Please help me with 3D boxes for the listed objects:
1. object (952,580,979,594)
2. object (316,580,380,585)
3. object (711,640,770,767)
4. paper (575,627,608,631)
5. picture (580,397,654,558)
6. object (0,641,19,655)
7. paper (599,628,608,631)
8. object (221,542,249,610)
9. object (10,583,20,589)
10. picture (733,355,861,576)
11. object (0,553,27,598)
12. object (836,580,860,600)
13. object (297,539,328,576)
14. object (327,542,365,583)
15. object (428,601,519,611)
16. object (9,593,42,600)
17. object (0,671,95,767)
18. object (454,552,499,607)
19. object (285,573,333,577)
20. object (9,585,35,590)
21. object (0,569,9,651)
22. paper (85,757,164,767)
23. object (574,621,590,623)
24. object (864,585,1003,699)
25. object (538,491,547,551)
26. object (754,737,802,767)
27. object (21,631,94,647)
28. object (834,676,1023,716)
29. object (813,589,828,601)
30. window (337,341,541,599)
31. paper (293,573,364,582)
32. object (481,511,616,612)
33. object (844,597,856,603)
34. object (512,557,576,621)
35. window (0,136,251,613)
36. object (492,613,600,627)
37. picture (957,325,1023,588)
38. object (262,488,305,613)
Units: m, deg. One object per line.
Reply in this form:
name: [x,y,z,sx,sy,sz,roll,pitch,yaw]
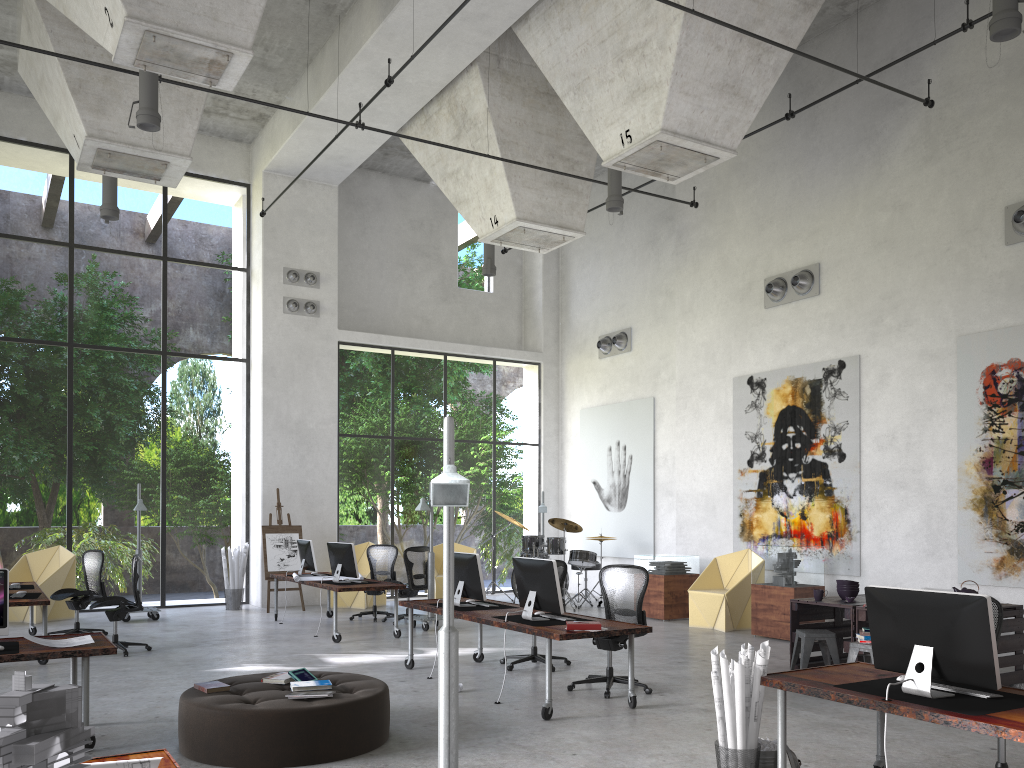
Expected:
object: [4.545,2.075,8.765,0.212,0.231,0.219,3,-5,-33]
object: [-2.289,2.767,12.231,0.690,0.008,0.853,7,-11,-39]
object: [1.360,1.989,5.250,0.319,0.934,0.342,0,-2,-13]
paper: [0.628,2.032,7.302,0.290,0.001,0.212,2,-9,-14]
picture: [2.023,1.898,17.297,0.020,3.008,2.349,0,-3,-31]
object: [-3.881,1.846,6.050,0.850,0.008,0.693,5,-10,-29]
paper: [0.620,2.033,7.298,0.291,0.001,0.212,-5,-10,31]
object: [-4.845,3.365,15.364,0.441,1.205,0.413,-1,-2,37]
object: [-6.516,2.333,11.256,0.378,0.550,0.719,2,-6,-29]
picture: [4.128,1.257,12.962,0.020,3.008,2.366,0,-3,-31]
object: [-5.797,2.156,10.061,0.377,0.550,0.720,1,-6,-24]
object: [3.484,2.133,9.113,0.214,0.213,0.194,3,-5,-30]
object: [-3.094,2.680,13.564,0.378,0.550,0.719,2,-6,-29]
object: [-2.291,2.484,12.234,0.378,0.550,0.718,3,-6,-39]
object: [-0.413,2.307,9.122,0.689,0.008,0.855,5,-10,-29]
object: [-5.795,2.439,10.058,0.688,0.008,0.856,4,-9,-24]
object: [-1.504,1.119,2.679,0.361,0.519,0.497,0,-4,5]
object: [-0.416,2.024,9.125,0.378,0.550,0.719,2,-6,-29]
object: [-3.091,2.963,13.561,0.689,0.008,0.855,5,-10,-29]
object: [-6.513,2.616,11.253,0.689,0.008,0.855,5,-10,-29]
object: [-3.881,1.564,6.056,0.716,0.551,0.379,3,-4,-29]
paper: [-1.443,1.302,2.649,0.979,0.104,1.082,6,-10,-35]
object: [0.579,1.972,7.277,0.149,0.011,0.011,-4,-6,28]
object: [2.267,1.367,4.679,0.378,0.550,0.719,2,-6,-29]
object: [0.637,3.280,18.053,0.579,2.146,0.598,0,-1,4]
object: [1.573,2.322,5.404,0.397,0.297,0.297,-1,-5,12]
object: [-3.299,1.843,6.377,0.471,0.085,0.439,4,-9,-27]
object: [2.270,1.650,4.676,0.689,0.008,0.855,5,-10,-29]
object: [3.156,2.166,9.005,0.101,0.109,0.130,4,-6,-39]
window: [-1.343,1.815,17.638,4.571,4.877,0.020,3,-2,-31]
paper: [-2.731,2.834,13.000,1.076,0.104,0.984,3,-9,-21]
object: [0.790,3.255,16.521,2.983,1.735,1.889,-6,-8,43]
object: [3.394,2.162,8.800,0.117,0.056,0.138,-7,-10,44]
object: [0.291,1.851,7.953,0.378,0.550,0.719,2,-6,-29]
window: [-7.434,-0.034,14.819,5.972,7.825,0.067,2,-2,-31]
object: [0.294,2.134,7.950,0.689,0.008,0.855,5,-10,-29]
picture: [6.033,0.791,9.805,0.020,3.008,2.229,0,-3,-31]
object: [-4.007,2.874,15.282,0.695,2.137,0.686,1,-1,-30]
